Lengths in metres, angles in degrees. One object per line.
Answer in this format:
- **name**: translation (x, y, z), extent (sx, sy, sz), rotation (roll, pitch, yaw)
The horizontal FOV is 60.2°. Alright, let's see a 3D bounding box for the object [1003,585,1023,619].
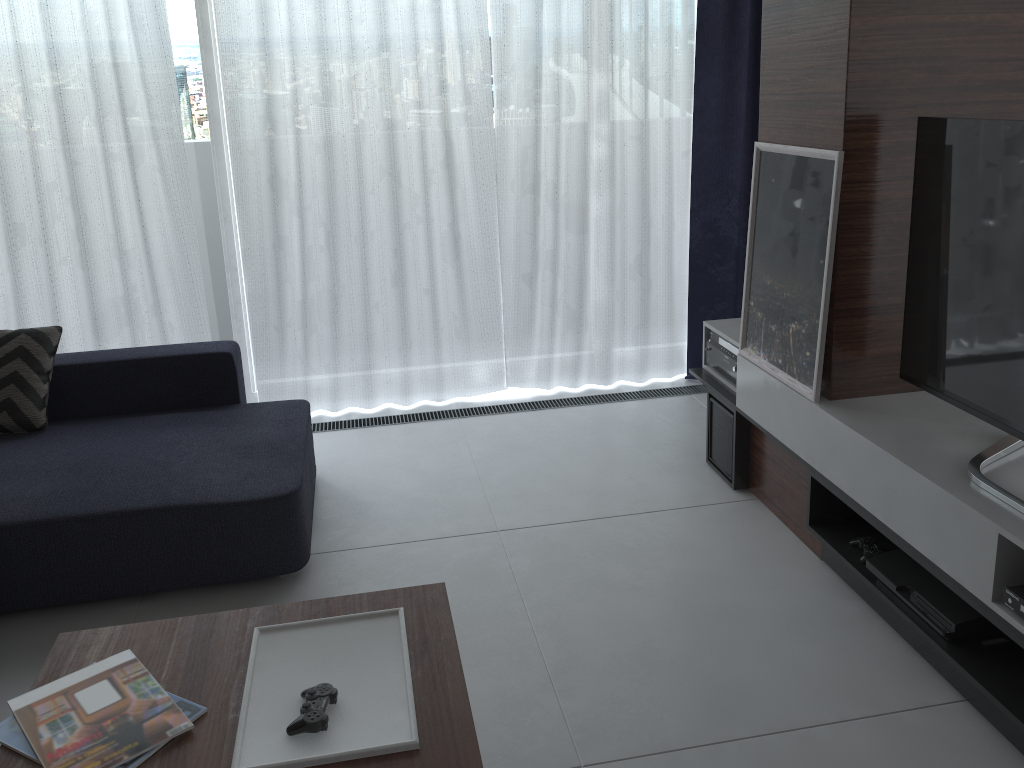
- **object**: translation (1.201, 0.485, 1.619), extent (0.336, 0.052, 0.440), rotation (-5, 19, -9)

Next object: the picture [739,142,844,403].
- **picture**: translation (0.820, -0.359, 2.652), extent (0.053, 0.685, 0.511), rotation (-5, 16, -9)

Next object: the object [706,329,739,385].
- **object**: translation (0.949, -0.101, 3.246), extent (0.369, 0.147, 0.378), rotation (-5, 18, -9)

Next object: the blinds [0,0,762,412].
- **blinds**: translation (-0.808, -0.311, 1.066), extent (7.138, 2.712, 5.933), rotation (-4, 18, -6)

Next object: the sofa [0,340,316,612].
- **sofa**: translation (-1.462, 0.524, 1.974), extent (1.901, 0.595, 2.937), rotation (-5, 19, -9)

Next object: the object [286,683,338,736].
- **object**: translation (-0.348, 0.564, 1.545), extent (0.070, 0.035, 0.115), rotation (-1, 18, 3)

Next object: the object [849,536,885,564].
- **object**: translation (0.970, 0.447, 2.406), extent (0.070, 0.035, 0.115), rotation (-1, 18, 3)

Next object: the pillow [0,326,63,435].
- **pillow**: translation (-1.794, -0.018, 3.045), extent (0.415, 0.337, 0.292), rotation (-4, 16, -5)

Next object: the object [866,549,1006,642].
- **object**: translation (1.100, 0.503, 2.172), extent (0.314, 0.066, 0.321), rotation (-5, 19, -9)

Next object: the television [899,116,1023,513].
- **television**: translation (1.190, -0.120, 1.766), extent (0.298, 0.768, 1.258), rotation (-5, 17, -9)

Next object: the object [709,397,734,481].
- **object**: translation (0.875, 0.186, 3.202), extent (0.254, 0.246, 0.218), rotation (-5, 16, -10)

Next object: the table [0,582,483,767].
- **table**: translation (-0.466, 0.758, 1.550), extent (0.806, 0.345, 0.818), rotation (-5, 18, -9)

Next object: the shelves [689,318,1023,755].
- **shelves**: translation (1.332, 0.327, 2.395), extent (0.874, 0.488, 2.402), rotation (-5, 19, -9)
